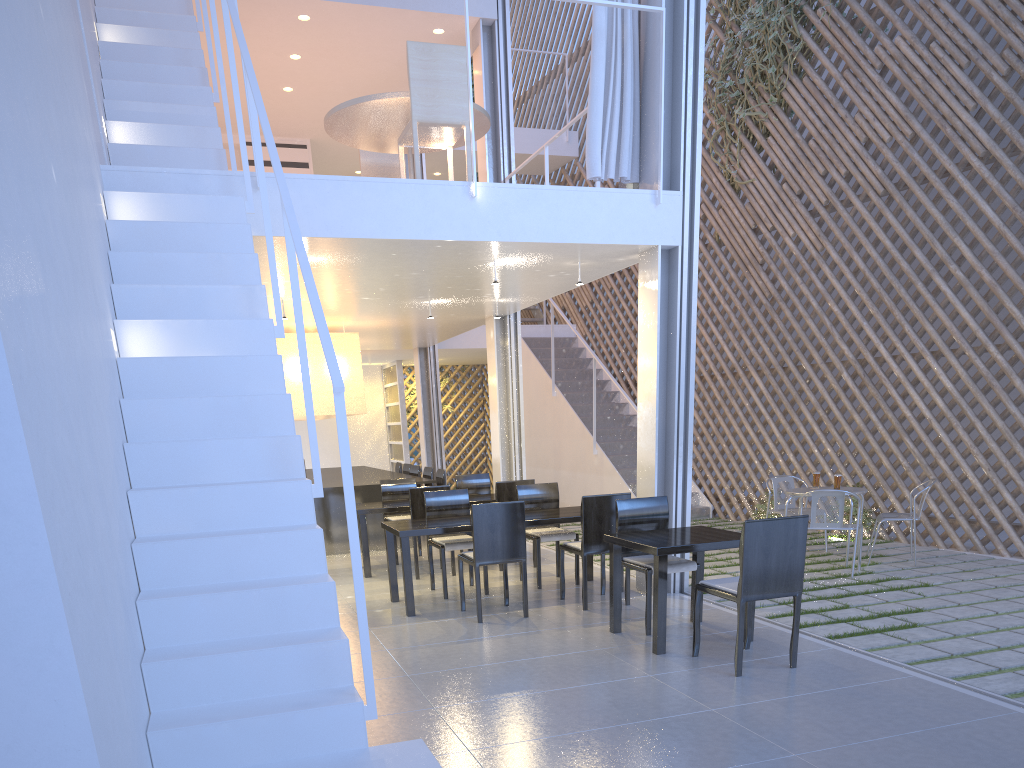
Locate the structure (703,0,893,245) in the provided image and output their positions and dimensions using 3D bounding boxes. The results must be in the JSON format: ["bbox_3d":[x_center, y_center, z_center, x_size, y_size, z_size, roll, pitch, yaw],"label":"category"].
[{"bbox_3d":[1.573,-2.281,4.128,0.721,2.922,2.239,-11,13,-28],"label":"structure"}]

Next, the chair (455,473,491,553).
[{"bbox_3d":[-0.168,0.707,4.430,0.189,0.471,0.221,-7,14,-19],"label":"chair"}]

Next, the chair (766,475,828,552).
[{"bbox_3d":[1.389,0.646,4.074,0.259,0.408,0.230,-6,13,-18],"label":"chair"}]

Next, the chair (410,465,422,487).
[{"bbox_3d":[-0.769,0.794,5.752,0.235,0.471,0.177,-8,16,-23],"label":"chair"}]

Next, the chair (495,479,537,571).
[{"bbox_3d":[-0.014,0.681,4.008,0.189,0.471,0.221,-7,14,-19],"label":"chair"}]

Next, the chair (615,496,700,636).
[{"bbox_3d":[0.483,0.601,2.732,0.189,0.471,0.221,-7,14,-19],"label":"chair"}]

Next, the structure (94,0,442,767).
[{"bbox_3d":[-0.335,-0.855,2.478,1.705,3.549,3.457,-7,9,-20],"label":"structure"}]

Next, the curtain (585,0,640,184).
[{"bbox_3d":[0.167,-1.939,2.422,0.506,2.600,0.089,-8,18,-19],"label":"curtain"}]

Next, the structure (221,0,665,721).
[{"bbox_3d":[0.105,-0.285,2.062,1.348,1.922,1.352,-6,11,-19],"label":"structure"}]

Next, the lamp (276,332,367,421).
[{"bbox_3d":[-1.406,0.012,5.511,0.442,0.449,2.207,-5,-1,-20],"label":"lamp"}]

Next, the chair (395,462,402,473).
[{"bbox_3d":[-0.971,0.831,6.366,0.237,0.471,0.175,-6,15,-16],"label":"chair"}]

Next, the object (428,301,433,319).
[{"bbox_3d":[-0.389,-0.353,3.904,0.029,0.085,0.026,-4,16,-7],"label":"object"}]

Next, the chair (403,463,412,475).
[{"bbox_3d":[-0.863,0.812,6.061,0.236,0.471,0.176,-7,16,-20],"label":"chair"}]

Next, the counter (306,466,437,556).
[{"bbox_3d":[-1.225,0.839,5.820,0.805,0.397,2.411,-3,-2,-20],"label":"counter"}]

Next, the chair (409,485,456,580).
[{"bbox_3d":[-0.401,0.693,3.887,0.189,0.471,0.221,-7,14,-19],"label":"chair"}]

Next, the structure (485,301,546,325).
[{"bbox_3d":[-0.251,-1.373,7.226,0.523,2.024,1.184,-10,14,-25],"label":"structure"}]

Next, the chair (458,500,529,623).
[{"bbox_3d":[-0.077,0.638,3.003,0.189,0.471,0.221,-7,14,-19],"label":"chair"}]

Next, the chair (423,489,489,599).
[{"bbox_3d":[-0.231,0.664,3.424,0.189,0.471,0.221,-7,14,-19],"label":"chair"}]

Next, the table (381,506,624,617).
[{"bbox_3d":[-0.026,0.698,3.307,0.906,0.355,0.332,-3,8,-18],"label":"table"}]

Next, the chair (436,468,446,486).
[{"bbox_3d":[-0.540,0.756,5.146,0.237,0.471,0.175,-6,15,-16],"label":"chair"}]

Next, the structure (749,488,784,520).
[{"bbox_3d":[1.583,0.755,4.984,0.265,0.280,0.246,-4,9,-11],"label":"structure"}]

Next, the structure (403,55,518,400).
[{"bbox_3d":[-0.675,-1.581,8.643,1.095,4.855,3.102,-9,13,-22],"label":"structure"}]

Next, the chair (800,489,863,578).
[{"bbox_3d":[1.336,0.621,3.467,0.260,0.408,0.230,3,14,25],"label":"chair"}]

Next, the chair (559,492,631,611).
[{"bbox_3d":[0.310,0.626,3.124,0.189,0.471,0.221,-7,14,-19],"label":"chair"}]

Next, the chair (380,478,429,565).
[{"bbox_3d":[-0.555,0.719,4.308,0.189,0.471,0.221,-7,14,-19],"label":"chair"}]

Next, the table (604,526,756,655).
[{"bbox_3d":[0.528,0.640,2.594,0.355,0.356,0.332,-5,9,-19],"label":"table"}]

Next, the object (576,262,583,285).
[{"bbox_3d":[-0.825,0.048,3.764,1.651,0.876,1.763,-3,2,-21],"label":"object"}]

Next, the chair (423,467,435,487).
[{"bbox_3d":[-0.648,0.775,5.451,0.236,0.471,0.176,-7,16,-20],"label":"chair"}]

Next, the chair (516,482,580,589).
[{"bbox_3d":[0.156,0.652,3.545,0.189,0.471,0.221,-7,14,-19],"label":"chair"}]

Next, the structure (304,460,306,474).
[{"bbox_3d":[-1.562,0.601,5.999,0.111,0.133,0.032,-5,16,-17],"label":"structure"}]

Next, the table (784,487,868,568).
[{"bbox_3d":[1.427,0.652,3.779,0.344,0.358,0.328,3,10,33],"label":"table"}]

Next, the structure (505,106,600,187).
[{"bbox_3d":[0.258,-0.835,3.649,0.027,0.588,1.626,-9,2,-20],"label":"structure"}]

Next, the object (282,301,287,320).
[{"bbox_3d":[-1.028,-0.334,3.703,0.029,0.085,0.026,-4,16,-7],"label":"object"}]

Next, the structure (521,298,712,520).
[{"bbox_3d":[0.355,-0.023,5.866,1.157,2.104,1.863,-9,10,-26],"label":"structure"}]

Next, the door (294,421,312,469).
[{"bbox_3d":[-1.808,0.416,5.308,0.479,1.245,5.236,-4,-1,-8],"label":"door"}]

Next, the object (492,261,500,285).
[{"bbox_3d":[-0.061,-0.409,3.011,0.029,0.085,0.026,-4,16,-7],"label":"object"}]

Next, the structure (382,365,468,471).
[{"bbox_3d":[-0.826,0.117,8.261,1.130,2.146,0.268,-6,17,-16],"label":"structure"}]

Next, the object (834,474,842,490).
[{"bbox_3d":[1.434,0.434,3.627,0.031,0.082,0.029,5,17,25],"label":"object"}]

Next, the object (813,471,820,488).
[{"bbox_3d":[1.409,0.444,3.811,0.031,0.082,0.029,5,17,25],"label":"object"}]

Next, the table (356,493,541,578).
[{"bbox_3d":[-0.334,0.750,4.146,0.906,0.355,0.332,-3,8,-18],"label":"table"}]

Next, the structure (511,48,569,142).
[{"bbox_3d":[-0.125,-2.109,5.957,1.128,0.611,0.025,-3,17,-17],"label":"structure"}]

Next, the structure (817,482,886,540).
[{"bbox_3d":[1.813,0.683,4.397,0.286,0.347,0.303,-9,11,-33],"label":"structure"}]

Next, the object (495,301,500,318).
[{"bbox_3d":[-0.072,-0.363,4.003,0.029,0.085,0.026,-4,16,-7],"label":"object"}]

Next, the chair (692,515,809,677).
[{"bbox_3d":[0.649,0.573,2.280,0.189,0.471,0.221,-7,14,-19],"label":"chair"}]

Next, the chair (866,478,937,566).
[{"bbox_3d":[1.735,0.612,3.675,0.248,0.408,0.241,2,13,21],"label":"chair"}]
